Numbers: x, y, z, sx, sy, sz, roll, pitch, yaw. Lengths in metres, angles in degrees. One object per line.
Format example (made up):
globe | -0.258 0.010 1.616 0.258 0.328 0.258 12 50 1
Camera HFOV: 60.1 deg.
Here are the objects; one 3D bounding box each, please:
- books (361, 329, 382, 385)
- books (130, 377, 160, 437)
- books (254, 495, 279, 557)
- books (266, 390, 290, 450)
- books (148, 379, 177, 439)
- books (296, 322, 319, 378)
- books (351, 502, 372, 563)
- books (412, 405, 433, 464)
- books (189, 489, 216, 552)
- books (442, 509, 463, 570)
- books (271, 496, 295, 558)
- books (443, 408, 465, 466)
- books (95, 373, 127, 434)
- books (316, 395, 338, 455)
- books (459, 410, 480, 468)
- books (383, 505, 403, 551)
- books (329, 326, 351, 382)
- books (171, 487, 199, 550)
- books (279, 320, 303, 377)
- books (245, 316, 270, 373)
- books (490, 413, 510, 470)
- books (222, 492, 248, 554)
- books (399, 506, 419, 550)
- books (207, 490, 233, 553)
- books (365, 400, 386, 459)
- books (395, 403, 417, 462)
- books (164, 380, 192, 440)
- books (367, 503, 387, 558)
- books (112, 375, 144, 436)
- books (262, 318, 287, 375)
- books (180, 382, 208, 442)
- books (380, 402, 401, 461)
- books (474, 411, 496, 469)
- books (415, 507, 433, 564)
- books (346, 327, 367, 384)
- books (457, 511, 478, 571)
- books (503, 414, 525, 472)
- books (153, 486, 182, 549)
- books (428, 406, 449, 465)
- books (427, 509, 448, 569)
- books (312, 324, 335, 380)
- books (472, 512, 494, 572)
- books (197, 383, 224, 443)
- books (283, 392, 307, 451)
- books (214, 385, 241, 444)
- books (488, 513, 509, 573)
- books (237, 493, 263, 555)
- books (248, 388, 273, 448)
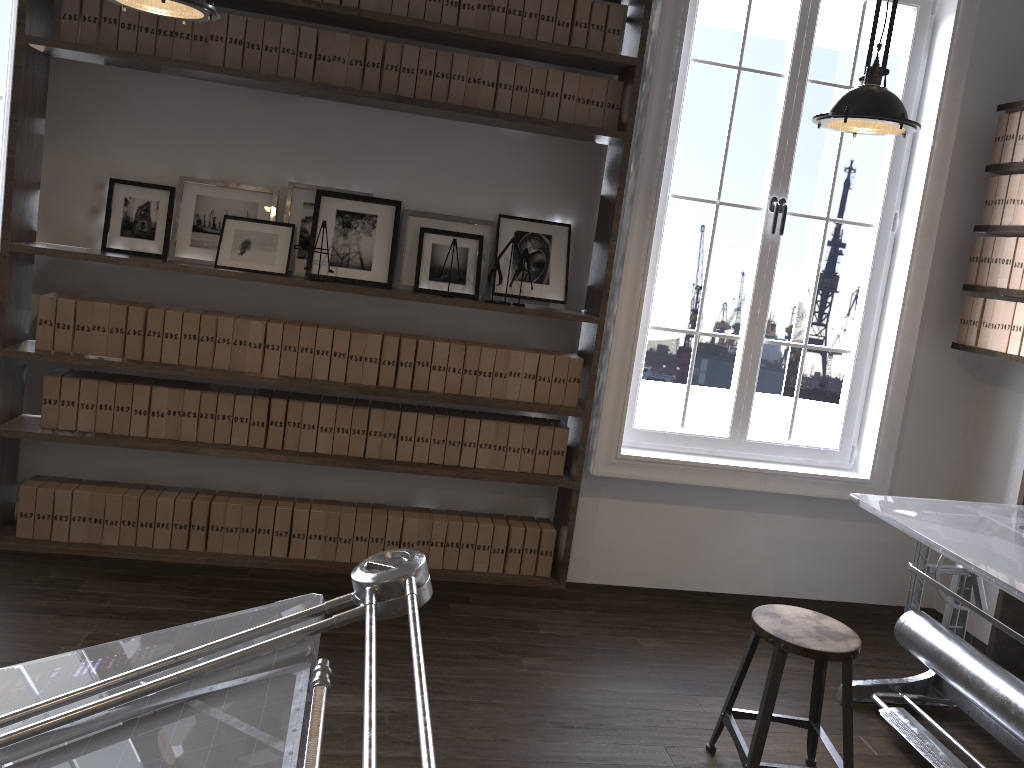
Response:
books | -0.623 -0.119 3.924 0.066 0.224 0.176 7 7 -10
books | -1.573 0.097 3.800 0.067 0.224 0.176 7 7 -10
books | -1.093 0.629 3.944 0.066 0.224 0.176 7 7 -10
books | -1.028 0.157 3.893 0.067 0.224 0.176 7 7 -10
books | -1.503 0.105 3.814 0.066 0.224 0.176 7 7 -10
books | -0.896 -0.150 3.880 0.066 0.224 0.176 7 7 -10
books | -0.684 0.673 4.022 0.066 0.224 0.176 7 7 -10
books | -0.407 0.225 4.002 0.066 0.224 0.176 7 7 -10
books | -1.362 0.600 3.899 0.067 0.224 0.176 7 7 -10
books | -0.283 0.717 4.089 0.066 0.224 0.176 7 7 -10
books | -1.022 0.637 3.960 0.066 0.224 0.176 7 7 -10
books | -0.271 0.240 4.028 0.066 0.224 0.176 7 7 -10
books | -1.711 0.081 3.782 0.066 0.224 0.176 7 7 -10
books | -0.820 0.180 3.931 0.066 0.224 0.176 7 7 -10
books | -0.201 0.248 4.036 0.067 0.224 0.176 7 7 -10
books | -0.546 0.689 4.039 0.067 0.224 0.176 7 7 -10
books | -0.755 -0.133 3.897 0.066 0.224 0.176 7 7 -10
books | -1.436 0.591 3.892 0.066 0.224 0.176 7 7 -10
books | -0.964 -0.157 3.866 0.066 0.224 0.176 7 7 -10
books | -1.103 -0.172 3.840 0.066 0.224 0.176 7 7 -10
books | -0.069 0.262 4.062 0.066 0.224 0.176 7 7 -10
books | -1.226 0.614 3.925 0.066 0.224 0.176 7 7 -10
books | -0.475 0.697 4.054 0.066 0.224 0.176 7 7 -10
books | -1.290 0.607 3.917 0.066 0.224 0.176 7 7 -10
books | -0.611 0.202 3.968 0.066 0.224 0.176 7 7 -10
books | -0.477 0.218 3.987 0.066 0.224 0.176 7 7 -10
books | -1.441 0.111 3.826 0.066 0.224 0.176 7 7 -10
books | -0.615 0.681 4.031 0.066 0.224 0.176 7 7 -10
books | -1.643 0.089 3.792 0.066 0.224 0.176 7 7 -10
books | -1.032 -0.164 3.851 0.067 0.224 0.176 7 7 -10
books | -1.375 0.119 3.833 0.067 0.224 0.176 7 7 -10
books | -0.548 0.210 3.974 0.067 0.224 0.176 7 7 -10
books | -0.131 0.255 4.050 0.066 0.224 0.176 7 7 -10
books | -0.414 0.703 4.066 0.066 0.224 0.176 7 7 -10
books | -0.685 -0.125 3.909 0.067 0.224 0.176 7 7 -10
books | -0.213 0.725 4.101 0.066 0.224 0.176 7 7 -10
books | -0.003 0.270 4.068 0.067 0.224 0.176 7 7 -10
books | -1.505 0.584 3.875 0.066 0.224 0.176 7 7 -10
books | -0.339 0.232 4.018 0.066 0.224 0.176 7 7 -10
books | -0.348 0.711 4.072 0.067 0.224 0.176 7 7 -10
books | -0.827 -0.141 3.888 0.066 0.224 0.176 7 7 -10
books | -0.143 0.733 4.109 0.066 0.224 0.176 7 7 -10
books | -1.310 0.125 3.850 0.066 0.224 0.176 7 7 -10
books | -0.956 0.164 3.911 0.066 0.224 0.176 7 7 -10
books | -1.241 0.133 3.862 0.066 0.224 0.176 7 7 -10
books | -0.074 0.740 4.126 0.066 0.224 0.176 7 7 -10
books | -1.163 0.622 3.932 0.067 0.224 0.176 7 7 -10
books | -1.102 0.148 3.886 0.066 0.224 0.176 7 7 -10
